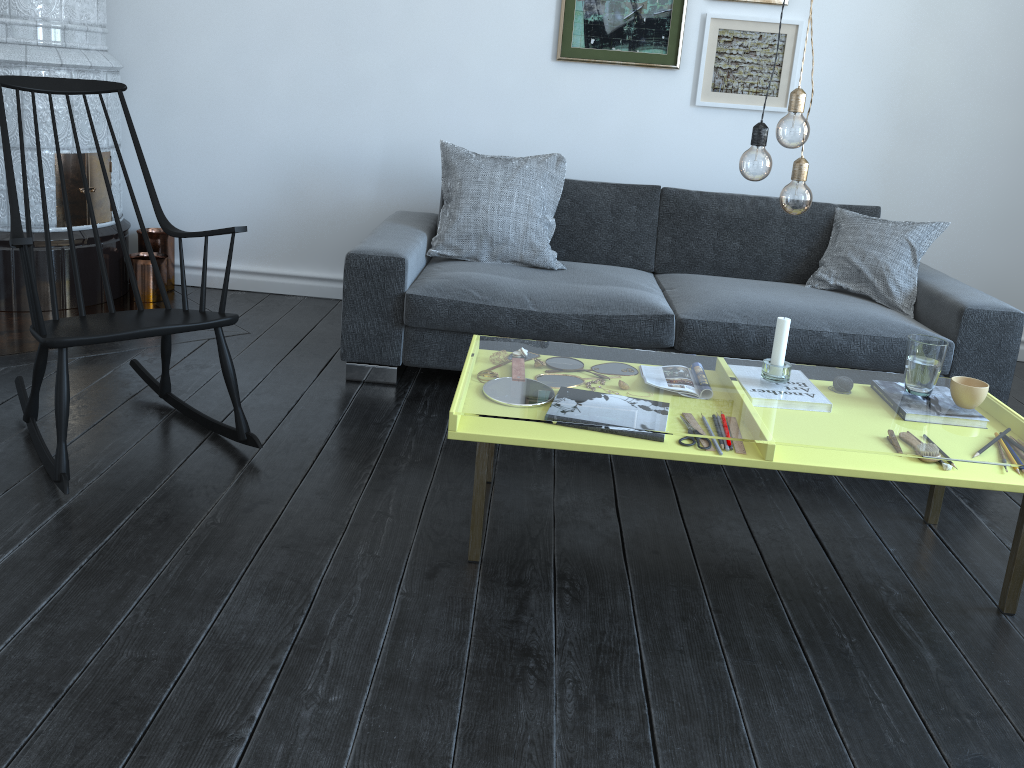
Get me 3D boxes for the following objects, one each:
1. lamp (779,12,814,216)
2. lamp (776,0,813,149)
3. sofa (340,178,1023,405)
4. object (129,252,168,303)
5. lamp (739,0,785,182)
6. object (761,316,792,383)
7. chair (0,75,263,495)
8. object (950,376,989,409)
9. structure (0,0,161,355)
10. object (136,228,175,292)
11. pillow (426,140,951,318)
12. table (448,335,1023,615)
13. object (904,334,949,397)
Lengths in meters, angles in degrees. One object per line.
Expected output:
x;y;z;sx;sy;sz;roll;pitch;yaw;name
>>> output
0.716;-1.100;1.890;0.075;1.458;0.090;11;14;24;lamp
0.692;-1.241;1.834;0.075;1.458;0.076;-7;17;-41;lamp
0.603;-0.407;3.558;2.372;0.704;1.117;5;17;1;sofa
-1.660;-0.486;4.019;0.174;0.194;0.177;2;16;-8;object
0.621;-1.173;1.864;0.075;1.458;0.088;-5;16;-36;lamp
0.701;-0.094;2.307;0.075;0.169;0.075;15;17;35;object
-1.167;-0.349;2.546;0.617;0.978;0.924;-9;21;-42;chair
1.153;0.026;2.228;0.088;0.065;0.088;14;19;28;object
-1.879;-1.721;3.534;0.784;2.814;1.294;-8;19;-42;structure
-1.690;-0.588;4.186;0.173;0.273;0.181;5;15;1;object
0.693;-0.661;3.608;2.057;0.479;0.492;7;16;6;pillow
0.558;0.213;2.234;1.400;0.389;0.619;5;17;1;table
1.072;-0.046;2.298;0.098;0.142;0.100;-7;19;-37;object
